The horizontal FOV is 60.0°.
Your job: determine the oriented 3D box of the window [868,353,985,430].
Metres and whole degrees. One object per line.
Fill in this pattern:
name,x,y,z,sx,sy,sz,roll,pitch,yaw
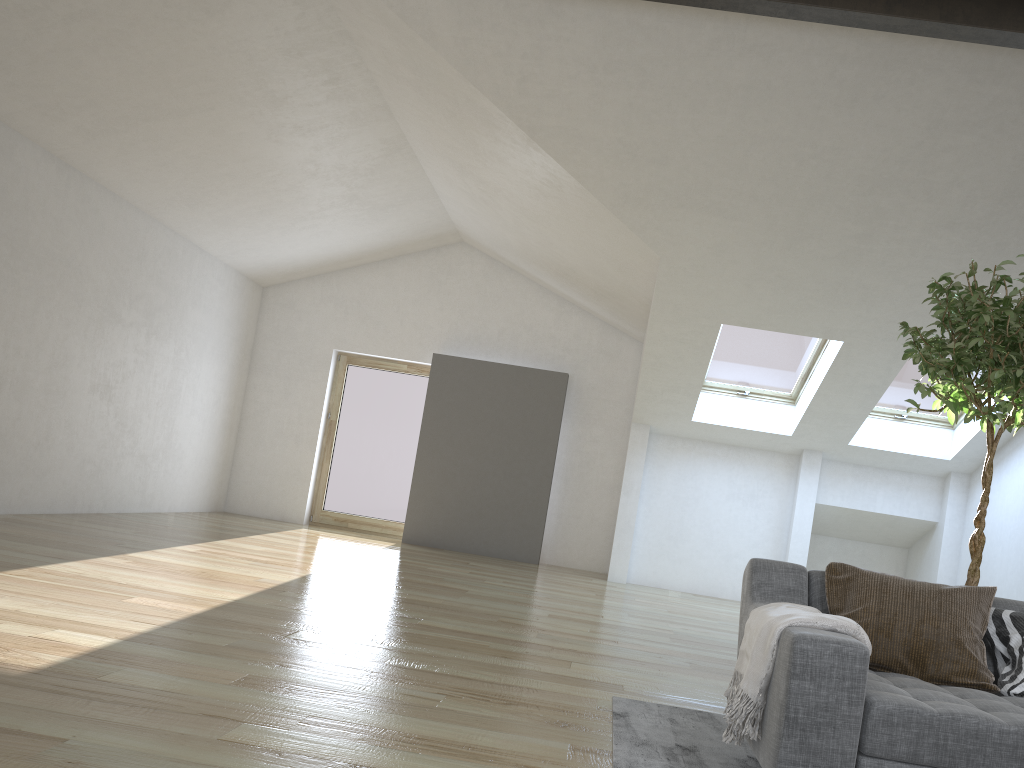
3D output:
window,4.027,0.006,8.528,1.512,0.726,1.863,8,-6,6

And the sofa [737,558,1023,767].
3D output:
sofa,1.990,1.082,2.689,2.530,0.681,1.002,9,-6,3

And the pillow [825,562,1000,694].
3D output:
pillow,1.285,0.788,2.909,0.587,0.336,0.305,8,-5,13

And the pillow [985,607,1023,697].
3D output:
pillow,1.797,0.893,2.838,0.576,0.282,0.350,9,-5,4

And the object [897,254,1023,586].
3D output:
object,1.855,0.478,3.474,0.832,2.011,0.785,10,-3,-16

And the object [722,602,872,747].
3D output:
object,0.817,0.862,2.633,0.366,0.417,0.472,8,-5,9

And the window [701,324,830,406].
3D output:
window,2.417,-0.239,8.610,1.512,0.726,1.863,8,-6,6
